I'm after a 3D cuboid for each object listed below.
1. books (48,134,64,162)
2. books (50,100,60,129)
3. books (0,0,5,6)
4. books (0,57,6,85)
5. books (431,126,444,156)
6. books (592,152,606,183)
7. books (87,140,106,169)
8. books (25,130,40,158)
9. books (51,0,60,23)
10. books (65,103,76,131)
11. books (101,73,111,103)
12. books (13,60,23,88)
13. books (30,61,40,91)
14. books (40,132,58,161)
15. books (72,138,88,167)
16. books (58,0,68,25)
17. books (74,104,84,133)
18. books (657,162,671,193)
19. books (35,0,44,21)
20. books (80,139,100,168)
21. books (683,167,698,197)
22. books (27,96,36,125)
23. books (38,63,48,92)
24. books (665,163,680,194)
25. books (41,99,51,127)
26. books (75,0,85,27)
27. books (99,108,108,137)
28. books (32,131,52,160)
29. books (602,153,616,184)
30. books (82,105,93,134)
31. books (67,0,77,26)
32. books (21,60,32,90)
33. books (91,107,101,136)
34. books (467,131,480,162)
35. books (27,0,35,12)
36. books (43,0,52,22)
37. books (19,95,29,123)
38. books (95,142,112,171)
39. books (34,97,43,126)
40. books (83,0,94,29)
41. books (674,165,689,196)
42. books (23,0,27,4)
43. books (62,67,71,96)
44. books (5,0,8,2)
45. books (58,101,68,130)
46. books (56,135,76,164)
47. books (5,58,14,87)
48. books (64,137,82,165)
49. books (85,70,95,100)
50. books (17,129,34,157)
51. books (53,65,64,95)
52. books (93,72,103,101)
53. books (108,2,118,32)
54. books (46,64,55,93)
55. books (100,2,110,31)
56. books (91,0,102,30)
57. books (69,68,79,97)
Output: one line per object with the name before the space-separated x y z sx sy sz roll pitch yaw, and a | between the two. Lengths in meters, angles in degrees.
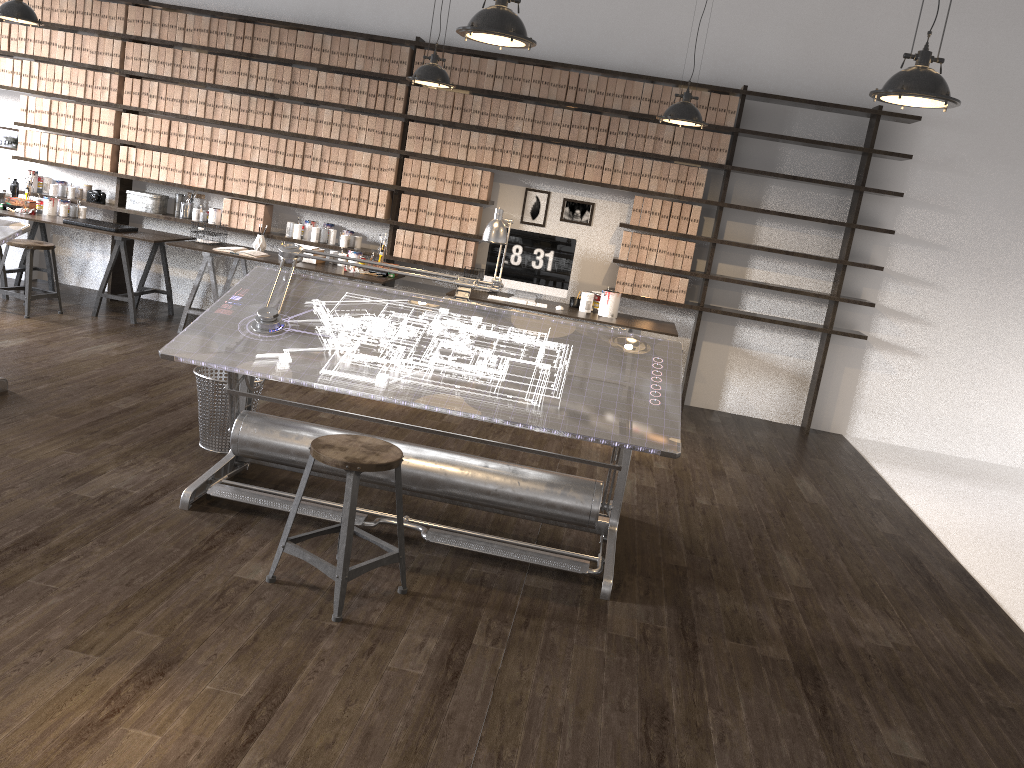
books | -3.747 -1.946 7.331 0.067 0.224 0.176 10 11 6
books | -3.713 -2.209 7.288 0.067 0.224 0.176 10 11 6
books | -4.106 -3.101 7.208 0.067 0.224 0.176 10 11 6
books | -4.139 -2.558 7.293 0.067 0.223 0.176 10 11 6
books | -0.562 -1.886 6.900 0.067 0.224 0.176 10 11 6
books | 0.667 -1.652 6.762 0.067 0.224 0.176 10 11 6
books | -3.407 -1.882 7.293 0.067 0.223 0.176 10 11 6
books | -3.948 -1.984 7.352 0.067 0.223 0.176 10 11 6
books | -3.635 -3.013 7.158 0.067 0.224 0.176 10 11 6
books | -3.575 -2.182 7.268 0.067 0.224 0.176 10 11 6
books | -3.251 -2.396 7.192 0.067 0.224 0.176 10 11 6
books | -4.008 -2.533 7.275 0.067 0.224 0.176 10 11 6
books | -3.859 -2.512 7.259 0.067 0.224 0.176 10 11 6
books | -3.816 -1.958 7.334 0.067 0.224 0.176 10 11 6
books | -3.540 -1.906 7.303 0.067 0.224 0.176 10 11 6
books | -3.568 -2.999 7.146 0.067 0.224 0.176 10 11 6
books | -3.505 -2.170 7.265 0.067 0.224 0.176 10 11 6
books | 1.147 -1.563 6.715 0.067 0.223 0.176 10 11 6
books | -3.773 -3.037 7.167 0.067 0.224 0.176 10 11 6
books | -3.470 -1.892 7.295 0.067 0.224 0.176 10 11 6
books | 1.348 -1.525 6.694 0.067 0.224 0.176 10 11 6
books | -3.906 -2.245 7.306 0.067 0.223 0.176 10 11 6
books | -3.790 -2.500 7.256 0.067 0.224 0.176 10 11 6
books | 1.212 -1.549 6.703 0.067 0.224 0.176 10 11 6
books | -3.780 -2.220 7.289 0.067 0.224 0.176 10 11 6
books | -3.427 -2.971 7.128 0.067 0.224 0.176 10 11 6
books | -3.285 -2.128 7.239 0.067 0.223 0.176 10 11 6
books | -3.887 -1.972 7.344 0.067 0.223 0.176 10 11 6
books | 0.738 -1.639 6.755 0.067 0.224 0.176 10 11 6
books | -3.432 -2.155 7.252 0.067 0.224 0.176 10 11 6
books | -3.497 -2.985 7.135 0.067 0.224 0.176 10 11 6
books | -3.930 -2.525 7.264 0.067 0.224 0.176 10 11 6
books | -3.359 -2.142 7.249 0.067 0.223 0.176 10 11 6
books | -0.286 -1.834 6.870 0.067 0.223 0.176 10 11 6
books | -3.844 -3.051 7.176 0.067 0.223 0.176 10 11 6
books | -3.704 -3.025 7.163 0.067 0.224 0.176 10 11 6
books | -3.977 -2.258 7.312 0.067 0.224 0.176 10 11 6
books | -3.343 -1.870 7.288 0.067 0.223 0.176 10 11 6
books | -3.844 -2.234 7.301 0.067 0.223 0.176 10 11 6
books | -3.364 -2.961 7.125 0.067 0.223 0.176 10 11 6
books | 1.278 -1.538 6.702 0.067 0.224 0.176 10 11 6
books | -3.905 -3.063 7.185 0.067 0.223 0.176 10 11 6
books | -3.583 -2.459 7.229 0.067 0.223 0.176 10 11 6
books | -4.036 -3.088 7.200 0.067 0.224 0.176 10 11 6
books | -3.644 -2.196 7.280 0.067 0.224 0.176 10 11 6
books | -3.678 -1.934 7.325 0.067 0.224 0.176 10 11 6
books | -4.078 -2.546 7.284 0.067 0.223 0.176 10 11 6
books | -3.611 -1.920 7.314 0.067 0.224 0.176 10 11 6
books | -3.389 -2.423 7.211 0.067 0.224 0.176 10 11 6
books | -4.014 -1.996 7.355 0.067 0.224 0.176 10 11 6
books | -3.654 -2.473 7.235 0.067 0.224 0.176 10 11 6
books | -3.320 -2.410 7.203 0.067 0.224 0.176 10 11 6
books | -3.155 -2.921 7.101 0.067 0.224 0.176 10 11 6
books | -3.722 -2.486 7.246 0.067 0.224 0.176 10 11 6
books | -3.222 -2.934 7.113 0.067 0.224 0.176 10 11 6
books | -3.291 -2.947 7.118 0.067 0.224 0.176 10 11 6
books | -3.521 -2.448 7.224 0.067 0.223 0.176 10 11 6
